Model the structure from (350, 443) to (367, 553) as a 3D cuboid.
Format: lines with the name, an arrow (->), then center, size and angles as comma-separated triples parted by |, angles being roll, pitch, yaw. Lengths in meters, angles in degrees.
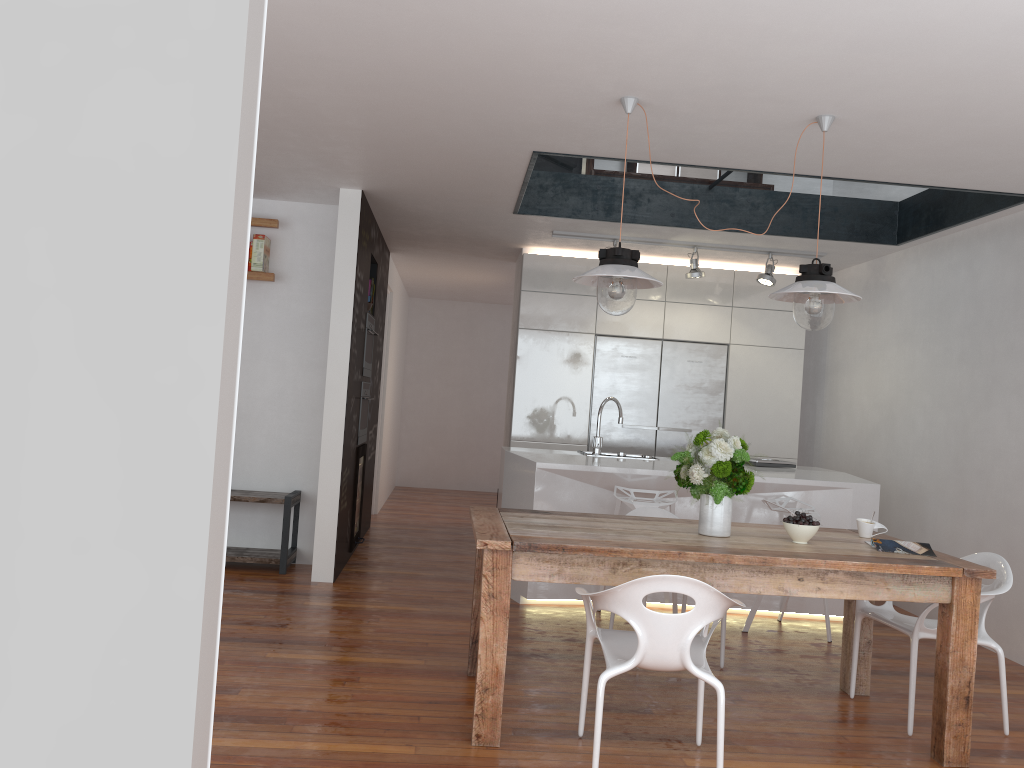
structure -> -1.137, 0.849, 6.719 | 0.081, 0.763, 0.582 | 4, -1, -4

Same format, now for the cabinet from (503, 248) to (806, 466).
cabinet -> 1.176, 0.206, 7.780 | 2.404, 2.506, 0.946 | 4, -1, -4

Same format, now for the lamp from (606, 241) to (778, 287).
lamp -> 1.342, -0.902, 6.662 | 1.324, 0.254, 0.154 | 4, -1, -4

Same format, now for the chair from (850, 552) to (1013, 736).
chair -> 1.818, 1.070, 3.801 | 0.505, 0.710, 0.577 | 4, -1, -9

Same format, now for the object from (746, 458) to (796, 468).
object -> 1.735, 0.538, 6.101 | 0.298, 0.036, 0.325 | 4, -1, -14

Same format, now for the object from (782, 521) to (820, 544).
object -> 1.171, 0.604, 3.598 | 0.146, 0.079, 0.146 | 4, -1, 5

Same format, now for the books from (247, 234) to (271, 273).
books -> -1.706, -1.741, 6.330 | 5.671, 1.974, 0.733 | 4, -1, -15

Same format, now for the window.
window -> 1.431, -1.370, 5.381 | 2.700, 0.035, 1.546 | 4, -1, -4

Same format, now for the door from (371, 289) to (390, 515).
door -> -1.324, 0.181, 8.501 | 0.120, 2.236, 0.823 | 4, -1, -4

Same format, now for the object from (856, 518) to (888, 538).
object -> 1.584, 0.640, 3.916 | 0.127, 0.078, 0.082 | 4, -1, 1

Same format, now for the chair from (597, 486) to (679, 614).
chair -> 0.754, 0.998, 5.141 | 0.492, 0.765, 0.428 | 4, -1, 6

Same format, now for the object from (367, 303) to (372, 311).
object -> -1.118, -0.574, 6.667 | 0.132, 0.069, 0.132 | 3, -1, 30

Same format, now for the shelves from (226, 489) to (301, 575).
shelves -> -3.196, 0.867, 5.858 | 3.473, 0.506, 0.414 | 4, -1, -4

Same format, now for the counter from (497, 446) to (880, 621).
counter -> 1.065, 0.964, 5.843 | 2.289, 0.903, 0.956 | 4, -1, -4

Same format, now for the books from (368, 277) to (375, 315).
books -> -1.205, -0.691, 6.950 | 0.230, 0.303, 0.152 | 4, -1, -4

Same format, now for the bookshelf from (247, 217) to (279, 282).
bookshelf -> -3.093, -0.989, 5.986 | 2.983, 0.465, 0.161 | 4, -1, -4

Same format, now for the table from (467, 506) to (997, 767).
table -> 0.763, 0.985, 3.644 | 1.910, 0.735, 0.969 | 4, -1, -4

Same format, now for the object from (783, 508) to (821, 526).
object -> 1.175, 0.554, 3.600 | 0.159, 0.095, 0.141 | 4, -1, -18

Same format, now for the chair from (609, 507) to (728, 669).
chair -> 0.775, 1.011, 4.499 | 0.577, 0.710, 0.505 | 4, -1, -14

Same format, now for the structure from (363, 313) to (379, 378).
structure -> -1.066, -0.284, 6.741 | 0.052, 0.462, 0.585 | 4, -1, -4

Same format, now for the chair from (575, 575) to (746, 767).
chair -> 0.491, 0.963, 3.048 | 0.577, 0.710, 0.505 | 4, -1, 1

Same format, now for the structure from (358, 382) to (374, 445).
structure -> -1.101, 0.218, 6.731 | 0.052, 0.462, 0.585 | 4, -1, -4

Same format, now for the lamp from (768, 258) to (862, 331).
lamp -> 1.263, -0.374, 3.704 | 0.372, 0.306, 0.372 | 5, -2, -42

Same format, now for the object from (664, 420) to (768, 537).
object -> 0.826, 0.382, 3.682 | 0.371, 0.476, 0.432 | 3, -1, 38

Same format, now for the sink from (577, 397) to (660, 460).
sink -> 0.728, 0.376, 6.079 | 0.492, 0.570, 0.459 | 4, -1, -4

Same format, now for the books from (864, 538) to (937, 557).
books -> 1.582, 0.656, 3.619 | 0.218, 0.035, 0.267 | 4, -1, 11

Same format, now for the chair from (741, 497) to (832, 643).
chair -> 1.657, 1.061, 5.129 | 0.428, 0.765, 0.492 | 3, -1, 41

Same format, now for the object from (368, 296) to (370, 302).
object -> -1.162, -0.608, 6.808 | 0.136, 0.136, 0.110 | 4, -1, -11

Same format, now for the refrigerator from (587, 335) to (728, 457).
refrigerator -> 1.182, 0.540, 7.318 | 1.119, 1.811, 0.142 | 4, -1, -4

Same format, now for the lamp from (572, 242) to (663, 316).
lamp -> 0.435, -0.433, 3.650 | 0.372, 0.306, 0.372 | 4, -1, -9

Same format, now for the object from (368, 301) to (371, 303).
object -> -1.106, -0.608, 6.669 | 0.077, 0.042, 0.116 | 4, -1, 10
